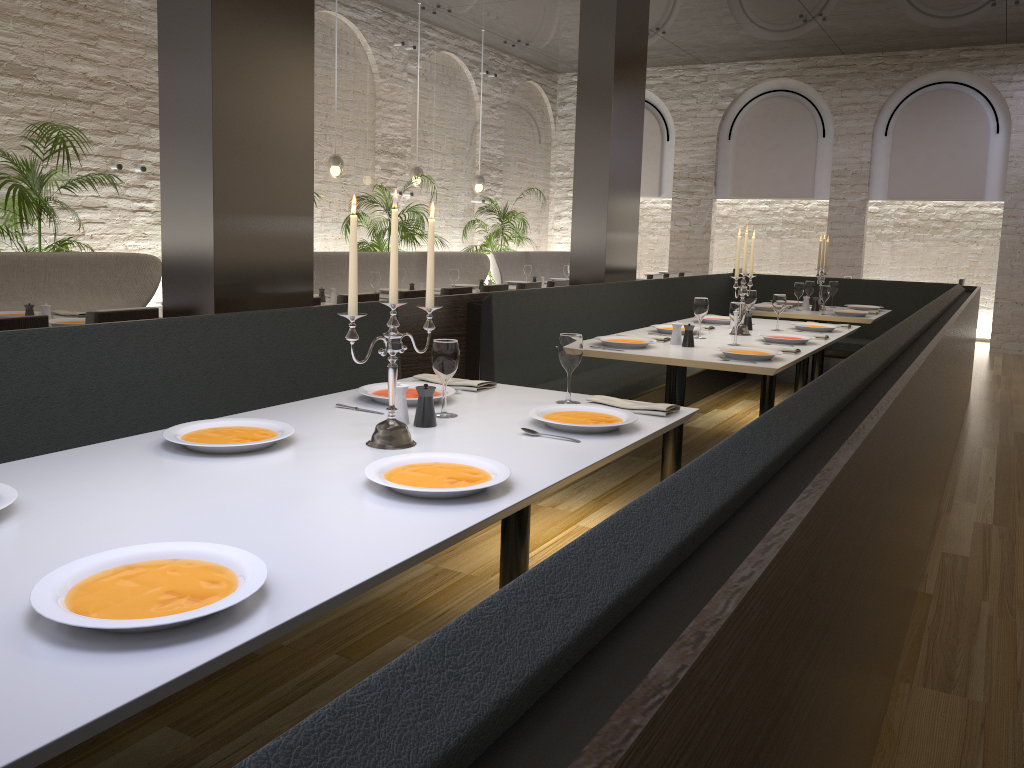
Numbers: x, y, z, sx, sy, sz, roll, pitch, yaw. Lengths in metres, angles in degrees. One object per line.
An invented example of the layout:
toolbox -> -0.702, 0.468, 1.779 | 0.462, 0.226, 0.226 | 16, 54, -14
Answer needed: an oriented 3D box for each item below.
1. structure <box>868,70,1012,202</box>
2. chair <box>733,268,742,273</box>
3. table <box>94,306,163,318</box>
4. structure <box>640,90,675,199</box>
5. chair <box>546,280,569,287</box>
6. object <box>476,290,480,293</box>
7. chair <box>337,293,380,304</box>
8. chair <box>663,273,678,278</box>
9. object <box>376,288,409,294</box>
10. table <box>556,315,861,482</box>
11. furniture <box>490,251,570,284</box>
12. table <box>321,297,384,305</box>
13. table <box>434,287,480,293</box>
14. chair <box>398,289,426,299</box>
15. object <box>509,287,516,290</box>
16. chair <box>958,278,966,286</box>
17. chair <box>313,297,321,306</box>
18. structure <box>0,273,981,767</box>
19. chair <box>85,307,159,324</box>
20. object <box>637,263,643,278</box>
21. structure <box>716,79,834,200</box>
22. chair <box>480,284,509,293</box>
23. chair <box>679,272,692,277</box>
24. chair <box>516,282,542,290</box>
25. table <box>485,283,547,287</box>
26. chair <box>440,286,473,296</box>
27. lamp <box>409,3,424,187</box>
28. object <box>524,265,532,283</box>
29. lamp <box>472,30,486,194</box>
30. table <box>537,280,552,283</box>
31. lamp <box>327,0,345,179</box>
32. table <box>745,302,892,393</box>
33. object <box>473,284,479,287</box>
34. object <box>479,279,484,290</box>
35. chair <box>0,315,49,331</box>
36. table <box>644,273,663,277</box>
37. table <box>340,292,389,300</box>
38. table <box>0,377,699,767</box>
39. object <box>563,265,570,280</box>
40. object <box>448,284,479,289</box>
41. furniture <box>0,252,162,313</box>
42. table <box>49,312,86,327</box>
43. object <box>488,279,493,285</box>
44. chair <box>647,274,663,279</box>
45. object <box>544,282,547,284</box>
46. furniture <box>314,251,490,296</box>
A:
structure -> 5.605, -3.246, 11.608 | 1.636, 1.666, 0.098 | 6, 9, 29
chair -> 3.290, -1.378, 13.927 | 0.567, 0.901, 0.413 | 6, 9, 29
table -> -1.956, -0.099, 5.772 | 0.938, 0.756, 1.014 | 7, 10, 28
structure -> 1.781, -3.723, 13.709 | 1.636, 1.666, 0.098 | 6, 9, 29
chair -> 0.207, -0.531, 8.316 | 0.567, 0.901, 0.413 | 6, 9, 29
object -> -0.188, -0.863, 8.318 | 0.273, 0.033, 0.143 | 7, 11, 29
chair -> -1.194, -0.154, 5.815 | 0.567, 0.901, 0.413 | 6, 9, 29
chair -> 1.724, -0.939, 11.023 | 0.567, 0.901, 0.413 | 6, 9, 29
object -> -1.050, -0.822, 7.871 | 0.322, 0.036, 0.323 | 3, 10, 7
table -> 1.303, 0.080, 5.331 | 1.102, 0.756, 2.548 | 7, 11, 28
furniture -> 0.515, -1.187, 11.689 | 0.708, 1.091, 2.594 | 6, 10, 28
table -> -1.390, -0.251, 6.782 | 0.938, 0.756, 1.014 | 7, 10, 28
table -> -0.255, -0.556, 8.808 | 0.938, 0.756, 1.014 | 7, 10, 28
chair -> -0.905, -0.232, 6.331 | 0.567, 0.901, 0.413 | 6, 9, 29
object -> -0.012, -0.917, 8.629 | 0.322, 0.036, 0.323 | 3, 10, 7
chair -> 6.010, -1.038, 12.433 | 0.567, 0.901, 0.413 | 6, 9, 29
chair -> -1.469, -0.081, 5.324 | 0.567, 0.901, 0.413 | 6, 9, 29
structure -> 0.557, 0.170, 3.938 | 2.376, 0.995, 10.789 | 7, 11, 28
chair -> -2.034, 0.071, 4.315 | 0.567, 0.901, 0.413 | 6, 9, 29
object -> 1.693, -1.495, 11.795 | 0.086, 0.229, 0.087 | -3, 9, -31
structure -> 3.755, -3.477, 12.625 | 1.636, 1.666, 0.098 | 6, 9, 29
chair -> -0.358, -0.379, 7.308 | 0.567, 0.901, 0.413 | 6, 9, 29
chair -> 2.005, -1.014, 11.525 | 0.567, 0.901, 0.413 | 6, 9, 29
chair -> -0.070, -0.457, 7.822 | 0.567, 0.901, 0.413 | 6, 9, 29
table -> 0.290, -0.702, 9.780 | 0.938, 0.756, 1.014 | 7, 10, 28
chair -> -0.632, -0.306, 6.818 | 0.567, 0.901, 0.413 | 6, 9, 29
lamp -> -1.070, -3.278, 10.097 | 0.178, 2.030, 0.178 | 3, 7, 8
object -> 0.168, -1.173, 9.591 | 0.086, 0.229, 0.087 | -3, 9, -31
lamp -> -0.395, -3.459, 11.302 | 0.178, 2.030, 0.178 | 3, 7, 8
table -> 0.826, -0.846, 10.738 | 0.938, 0.756, 1.014 | 7, 10, 28
lamp -> -1.759, -3.093, 8.867 | 0.178, 2.030, 0.178 | 4, 7, 14
table -> 2.547, -0.254, 7.551 | 1.102, 0.756, 1.193 | 7, 10, 28
object -> -0.298, -1.011, 9.178 | 0.273, 0.033, 0.143 | 7, 11, 29
object -> -0.298, -0.979, 8.708 | 0.059, 0.109, 0.059 | 5, 8, 20
chair -> -2.309, 0.145, 3.824 | 0.567, 0.901, 0.413 | 6, 9, 29
table -> 2.720, -1.378, 14.254 | 0.938, 0.756, 1.014 | 7, 10, 28
table -> -0.825, -0.403, 7.791 | 0.938, 0.756, 1.014 | 7, 10, 28
table -> -0.491, 0.562, 2.130 | 1.102, 0.756, 2.548 | 7, 11, 28
object -> 0.611, -1.205, 9.863 | 0.086, 0.229, 0.087 | -3, 9, -31
object -> -0.480, -0.975, 8.888 | 0.322, 0.036, 0.323 | 3, 10, 7
furniture -> -3.533, -0.099, 4.466 | 0.710, 1.091, 4.493 | 6, 10, 28
table -> -2.508, 0.049, 4.788 | 0.938, 0.756, 1.014 | 7, 10, 28
object -> -0.215, -0.977, 8.714 | 0.059, 0.109, 0.059 | 5, 8, 20
chair -> 1.451, -0.865, 10.536 | 0.567, 0.901, 0.413 | 6, 9, 29
object -> 0.246, -1.158, 10.149 | 0.273, 0.033, 0.143 | 7, 11, 29
furniture -> -1.275, -0.706, 8.496 | 0.710, 1.091, 4.493 | 6, 10, 28
